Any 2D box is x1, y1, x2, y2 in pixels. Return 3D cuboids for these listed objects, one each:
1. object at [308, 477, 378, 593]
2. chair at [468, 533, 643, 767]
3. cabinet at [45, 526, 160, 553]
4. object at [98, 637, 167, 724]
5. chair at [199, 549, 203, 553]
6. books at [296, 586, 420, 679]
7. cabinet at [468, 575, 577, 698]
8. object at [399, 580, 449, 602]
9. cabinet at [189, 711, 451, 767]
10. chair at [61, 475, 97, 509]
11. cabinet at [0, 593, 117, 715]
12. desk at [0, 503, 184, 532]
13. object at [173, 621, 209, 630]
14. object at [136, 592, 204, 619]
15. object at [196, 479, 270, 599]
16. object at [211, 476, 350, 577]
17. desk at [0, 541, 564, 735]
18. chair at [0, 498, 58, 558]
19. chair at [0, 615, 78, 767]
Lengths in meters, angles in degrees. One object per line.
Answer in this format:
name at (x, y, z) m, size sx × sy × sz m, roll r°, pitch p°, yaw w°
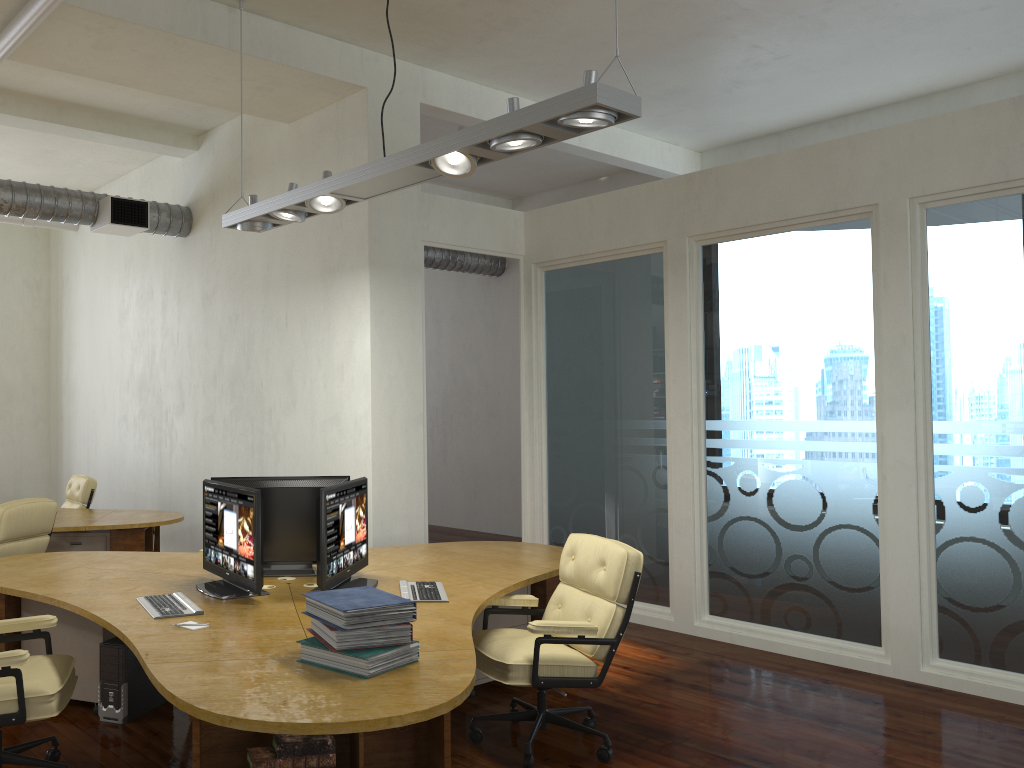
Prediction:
object at (-0.872, 0.795, 4.680) m, size 0.304 × 0.552 × 0.773 m, roll -1°, pitch -2°, yaw 8°
chair at (0.176, 1.285, 4.440) m, size 0.742 × 1.021 × 0.754 m, roll 0°, pitch -2°, yaw -18°
cabinet at (-3.641, 1.571, 7.897) m, size 0.875 × 0.709 × 0.902 m, roll 0°, pitch -2°, yaw -8°
object at (-2.118, 1.625, 5.005) m, size 0.191 × 0.411 × 0.451 m, roll -1°, pitch -2°, yaw 14°
chair at (-1.837, 1.356, 6.367) m, size 0.763 × 1.021 × 0.732 m, roll -1°, pitch -2°, yaw 17°
books at (-0.583, 0.918, 3.316) m, size 0.380 × 0.227 × 0.499 m, roll 0°, pitch -2°, yaw -32°
cabinet at (-0.218, 1.479, 5.629) m, size 0.803 × 0.709 × 0.973 m, roll 1°, pitch -2°, yaw -43°
object at (-0.456, 1.056, 4.531) m, size 0.228 × 0.016 × 0.479 m, roll 0°, pitch -2°, yaw -7°
cabinet at (-0.760, 1.419, 3.356) m, size 0.856 × 0.709 × 0.921 m, roll 0°, pitch -2°, yaw -13°
chair at (-4.712, 1.457, 9.100) m, size 0.708 × 1.021 × 0.785 m, roll 1°, pitch -2°, yaw -38°
cabinet at (-2.630, 1.490, 5.354) m, size 0.947 × 0.709 × 0.830 m, roll -1°, pitch -2°, yaw 17°
desk at (-5.340, 1.574, 8.192) m, size 3.531 × 0.734 × 3.834 m, roll 1°, pitch -2°, yaw -37°
object at (-1.394, 1.045, 3.847) m, size 0.147 × 0.015 × 0.100 m, roll -2°, pitch -2°, yaw 36°
object at (-1.647, 1.057, 4.252) m, size 0.211 × 0.016 × 0.514 m, roll 0°, pitch -2°, yaw -30°
object at (-1.476, 0.798, 4.625) m, size 0.266 × 0.552 × 0.880 m, roll 0°, pitch -2°, yaw -35°
object at (-1.338, 0.812, 5.136) m, size 0.798 × 0.552 × 0.294 m, roll 0°, pitch -2°, yaw -4°
desk at (-1.592, 1.452, 4.931) m, size 3.737 × 0.734 × 3.640 m, roll -1°, pitch -2°, yaw 17°
chair at (-3.986, 1.386, 6.833) m, size 0.831 × 1.021 × 0.672 m, roll -1°, pitch -2°, yaw 17°
chair at (-2.329, 1.291, 3.939) m, size 0.754 × 1.021 × 0.743 m, roll 0°, pitch -2°, yaw -13°
